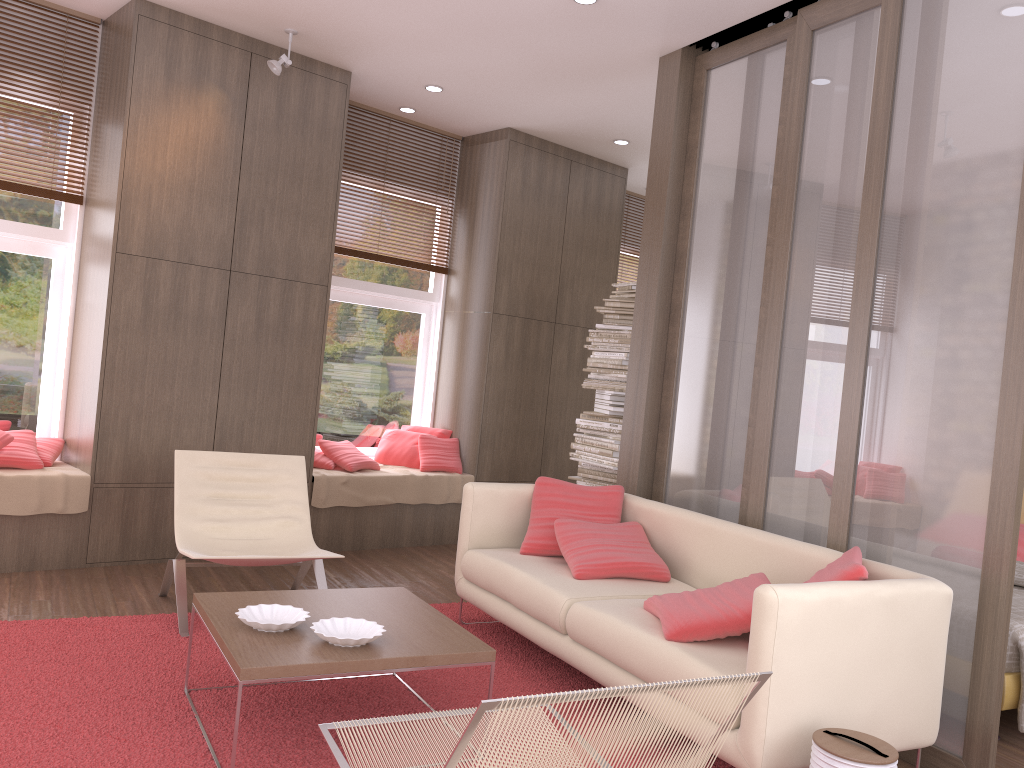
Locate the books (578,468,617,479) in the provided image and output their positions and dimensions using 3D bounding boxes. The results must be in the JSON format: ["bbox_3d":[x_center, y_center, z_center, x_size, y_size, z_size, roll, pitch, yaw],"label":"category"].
[{"bbox_3d":[0.720,0.639,6.316,0.396,0.033,0.310,6,1,41],"label":"books"}]

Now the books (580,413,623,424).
[{"bbox_3d":[0.793,0.262,6.352,0.341,0.038,0.518,5,1,-44],"label":"books"}]

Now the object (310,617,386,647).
[{"bbox_3d":[-0.548,0.833,2.950,0.249,0.043,0.251,6,0,-17],"label":"object"}]

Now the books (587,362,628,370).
[{"bbox_3d":[0.779,-0.119,6.388,0.379,0.028,0.297,6,1,36],"label":"books"}]

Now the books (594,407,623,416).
[{"bbox_3d":[0.792,0.208,6.357,0.322,0.030,0.435,6,0,-9],"label":"books"}]

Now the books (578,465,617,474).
[{"bbox_3d":[0.723,0.612,6.323,0.405,0.018,0.300,6,1,41],"label":"books"}]

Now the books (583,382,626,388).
[{"bbox_3d":[0.771,0.019,6.376,0.432,0.013,0.288,6,1,36],"label":"books"}]

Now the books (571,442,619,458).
[{"bbox_3d":[0.735,0.482,6.379,0.410,0.046,0.522,5,0,-29],"label":"books"}]

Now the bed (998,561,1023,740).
[{"bbox_3d":[2.604,1.109,4.913,2.360,0.861,2.219,5,0,-29],"label":"bed"}]

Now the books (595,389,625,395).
[{"bbox_3d":[0.813,0.068,6.324,0.326,0.018,0.500,6,0,-9],"label":"books"}]

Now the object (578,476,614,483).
[{"bbox_3d":[0.711,0.685,6.324,0.413,0.008,0.243,6,1,41],"label":"object"}]

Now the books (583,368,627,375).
[{"bbox_3d":[0.781,-0.076,6.372,0.467,0.020,0.283,6,1,36],"label":"books"}]

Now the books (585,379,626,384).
[{"bbox_3d":[0.780,-0.006,6.375,0.412,0.011,0.308,6,1,36],"label":"books"}]

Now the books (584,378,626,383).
[{"bbox_3d":[0.769,-0.017,6.396,0.395,0.007,0.308,6,1,36],"label":"books"}]

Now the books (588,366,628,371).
[{"bbox_3d":[0.776,-0.101,6.383,0.395,0.009,0.233,6,1,36],"label":"books"}]

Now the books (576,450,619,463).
[{"bbox_3d":[0.783,0.525,6.318,0.423,0.025,0.566,5,0,-29],"label":"books"}]

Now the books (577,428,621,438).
[{"bbox_3d":[0.761,0.360,6.379,0.368,0.028,0.469,5,1,-44],"label":"books"}]

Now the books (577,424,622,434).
[{"bbox_3d":[0.742,0.329,6.352,0.346,0.025,0.442,5,1,-44],"label":"books"}]

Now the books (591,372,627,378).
[{"bbox_3d":[0.798,-0.054,6.367,0.287,0.020,0.388,5,1,-34],"label":"books"}]

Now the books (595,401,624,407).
[{"bbox_3d":[0.782,0.153,6.365,0.294,0.013,0.413,6,0,-9],"label":"books"}]

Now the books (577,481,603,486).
[{"bbox_3d":[0.712,0.725,6.323,0.405,0.018,0.300,6,1,41],"label":"books"}]

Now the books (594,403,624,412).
[{"bbox_3d":[0.800,0.178,6.312,0.317,0.030,0.524,6,0,-9],"label":"books"}]

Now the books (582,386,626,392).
[{"bbox_3d":[0.771,0.048,6.353,0.469,0.015,0.267,6,1,36],"label":"books"}]

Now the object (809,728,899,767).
[{"bbox_3d":[0.996,1.219,2.616,0.239,0.341,0.239,6,0,3],"label":"object"}]

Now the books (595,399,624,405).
[{"bbox_3d":[0.804,0.137,6.332,0.323,0.020,0.484,6,0,-9],"label":"books"}]

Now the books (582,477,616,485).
[{"bbox_3d":[0.731,0.695,6.326,0.385,0.008,0.274,6,1,41],"label":"books"}]

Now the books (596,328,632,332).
[{"bbox_3d":[0.844,-0.371,6.368,0.416,0.015,0.245,6,1,41],"label":"books"}]

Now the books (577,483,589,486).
[{"bbox_3d":[0.709,0.747,6.317,0.396,0.024,0.310,6,1,41],"label":"books"}]

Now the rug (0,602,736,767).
[{"bbox_3d":[-0.585,1.234,3.208,3.344,0.016,2.938,5,0,-29],"label":"rug"}]

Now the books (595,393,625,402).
[{"bbox_3d":[0.794,0.106,6.364,0.308,0.036,0.417,6,0,-9],"label":"books"}]

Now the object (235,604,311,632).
[{"bbox_3d":[-0.818,0.805,3.027,0.249,0.043,0.251,6,0,31],"label":"object"}]

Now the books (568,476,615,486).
[{"bbox_3d":[0.683,0.704,6.352,0.488,0.018,0.296,6,1,41],"label":"books"}]

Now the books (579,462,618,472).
[{"bbox_3d":[0.725,0.591,6.315,0.396,0.024,0.310,6,1,41],"label":"books"}]

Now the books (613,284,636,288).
[{"bbox_3d":[0.887,-0.691,6.327,0.216,0.008,0.277,5,0,-29],"label":"books"}]

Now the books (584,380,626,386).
[{"bbox_3d":[0.781,0.007,6.363,0.446,0.012,0.291,6,1,36],"label":"books"}]

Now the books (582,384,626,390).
[{"bbox_3d":[0.763,0.032,6.382,0.444,0.015,0.279,6,1,36],"label":"books"}]

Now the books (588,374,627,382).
[{"bbox_3d":[0.787,-0.032,6.396,0.379,0.028,0.297,6,1,36],"label":"books"}]

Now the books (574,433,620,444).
[{"bbox_3d":[0.747,0.402,6.375,0.399,0.020,0.510,5,0,-29],"label":"books"}]

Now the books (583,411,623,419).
[{"bbox_3d":[0.780,0.231,6.383,0.450,0.022,0.364,6,0,21],"label":"books"}]

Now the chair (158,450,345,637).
[{"bbox_3d":[-1.307,0.778,4.459,0.739,0.767,0.860,5,0,-29],"label":"chair"}]

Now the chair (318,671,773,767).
[{"bbox_3d":[0.005,0.924,2.053,0.739,0.762,0.853,5,0,-29],"label":"chair"}]

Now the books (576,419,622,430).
[{"bbox_3d":[0.754,0.298,6.373,0.364,0.038,0.469,5,1,-44],"label":"books"}]

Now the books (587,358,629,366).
[{"bbox_3d":[0.779,-0.152,6.400,0.297,0.039,0.379,5,1,-34],"label":"books"}]

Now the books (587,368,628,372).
[{"bbox_3d":[0.763,-0.093,6.389,0.368,0.009,0.262,6,1,36],"label":"books"}]

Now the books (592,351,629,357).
[{"bbox_3d":[0.810,-0.201,6.361,0.297,0.028,0.379,5,1,-34],"label":"books"}]

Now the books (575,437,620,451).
[{"bbox_3d":[0.774,0.438,6.370,0.421,0.046,0.542,5,0,-29],"label":"books"}]

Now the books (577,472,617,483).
[{"bbox_3d":[0.717,0.669,6.316,0.396,0.024,0.310,6,1,41],"label":"books"}]

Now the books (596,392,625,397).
[{"bbox_3d":[0.817,0.084,6.354,0.345,0.010,0.443,6,0,-9],"label":"books"}]

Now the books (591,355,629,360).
[{"bbox_3d":[0.798,-0.179,6.384,0.287,0.020,0.388,5,1,-34],"label":"books"}]

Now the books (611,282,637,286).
[{"bbox_3d":[0.885,-0.704,6.346,0.204,0.014,0.313,5,0,-29],"label":"books"}]
